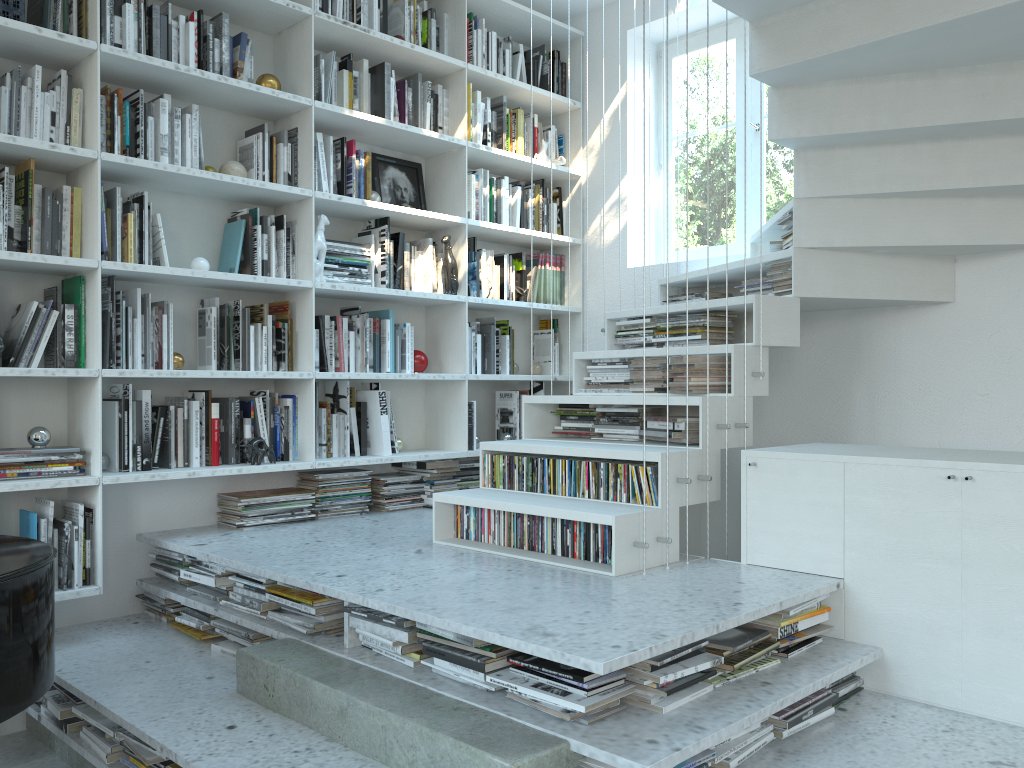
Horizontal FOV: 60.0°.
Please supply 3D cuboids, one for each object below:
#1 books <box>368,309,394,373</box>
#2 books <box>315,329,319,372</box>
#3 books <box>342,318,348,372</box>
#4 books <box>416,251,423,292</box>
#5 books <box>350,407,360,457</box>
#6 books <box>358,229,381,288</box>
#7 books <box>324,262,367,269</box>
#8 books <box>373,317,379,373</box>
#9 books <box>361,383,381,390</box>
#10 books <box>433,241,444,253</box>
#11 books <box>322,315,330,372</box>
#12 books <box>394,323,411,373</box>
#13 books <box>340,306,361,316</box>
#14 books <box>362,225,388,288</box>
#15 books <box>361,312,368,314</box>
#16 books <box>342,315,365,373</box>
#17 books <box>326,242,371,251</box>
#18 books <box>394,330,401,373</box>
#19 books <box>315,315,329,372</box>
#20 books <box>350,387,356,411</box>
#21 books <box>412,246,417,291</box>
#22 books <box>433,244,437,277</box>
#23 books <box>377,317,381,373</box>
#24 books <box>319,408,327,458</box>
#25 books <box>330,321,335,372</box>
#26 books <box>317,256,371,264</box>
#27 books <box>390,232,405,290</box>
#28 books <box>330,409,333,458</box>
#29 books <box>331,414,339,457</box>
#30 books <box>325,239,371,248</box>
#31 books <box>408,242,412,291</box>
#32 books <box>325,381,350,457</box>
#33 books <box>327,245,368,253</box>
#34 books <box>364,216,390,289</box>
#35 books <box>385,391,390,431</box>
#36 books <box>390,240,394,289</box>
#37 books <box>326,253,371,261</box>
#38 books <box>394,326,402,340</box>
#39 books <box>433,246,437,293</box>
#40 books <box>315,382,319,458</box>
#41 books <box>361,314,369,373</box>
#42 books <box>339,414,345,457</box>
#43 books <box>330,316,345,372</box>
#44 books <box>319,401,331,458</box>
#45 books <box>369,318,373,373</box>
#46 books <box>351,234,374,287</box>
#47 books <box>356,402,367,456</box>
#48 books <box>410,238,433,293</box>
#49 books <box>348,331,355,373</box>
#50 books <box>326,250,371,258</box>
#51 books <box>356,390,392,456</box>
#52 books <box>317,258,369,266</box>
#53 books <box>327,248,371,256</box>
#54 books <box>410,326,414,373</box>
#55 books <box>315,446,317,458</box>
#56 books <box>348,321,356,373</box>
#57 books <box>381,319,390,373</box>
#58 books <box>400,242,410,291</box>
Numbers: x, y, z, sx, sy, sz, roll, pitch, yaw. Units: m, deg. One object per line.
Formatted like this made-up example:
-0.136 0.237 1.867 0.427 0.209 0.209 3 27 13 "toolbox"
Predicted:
-0.607 -0.192 4.076 0.181 0.290 0.026 0 0 45 "books"
-0.882 -0.140 3.811 0.162 0.184 0.022 0 0 45 "books"
-0.786 -0.167 3.915 0.177 0.239 0.026 0 0 45 "books"
-0.482 -0.520 4.232 0.155 0.213 0.025 0 0 45 "books"
-0.749 0.210 3.948 0.184 0.217 0.052 0 0 45 "books"
-0.653 -0.557 4.059 0.159 0.285 0.012 0 0 45 "books"
-0.792 -0.518 3.919 0.161 0.012 0.254 0 0 45 "books"
-0.661 -0.171 4.016 0.177 0.249 0.014 0 0 45 "books"
-0.647 0.157 4.077 0.136 0.326 0.012 0 0 45 "books"
-0.373 -0.555 4.354 0.138 0.283 0.029 0 0 45 "books"
-0.843 -0.171 3.860 0.143 0.247 0.024 0 0 45 "books"
-0.542 -0.164 4.156 0.181 0.235 0.025 0 0 45 "books"
-0.722 -0.197 3.973 0.147 0.299 0.013 0 0 45 "books"
-0.626 -0.564 4.049 0.184 0.300 0.011 0 0 45 "books"
-0.700 -0.183 4.000 0.152 0.272 0.011 0 0 45 "books"
-0.721 -0.175 3.944 0.191 0.255 0.028 0 0 45 "books"
-0.788 -0.602 3.917 0.159 0.012 0.285 0 0 43 "books"
-0.583 -0.147 4.106 0.189 0.201 0.030 0 0 45 "books"
-0.861 -0.170 3.827 0.177 0.244 0.047 0 0 45 "books"
-0.743 0.167 3.985 0.131 0.304 0.010 0 0 45 "books"
-0.506 -0.531 4.218 0.129 0.235 0.028 0 0 45 "books"
-0.416 -0.541 4.289 0.145 0.255 0.024 0 0 45 "books"
-0.652 -0.174 4.062 0.161 0.254 0.012 0 0 45 "books"
-0.859 0.212 3.851 0.163 0.214 0.023 0 0 45 "books"
-0.822 -0.159 3.864 0.163 0.223 0.011 0 0 45 "books"
-0.786 -0.542 3.915 0.159 0.012 0.285 0 0 42 "books"
-0.572 -0.555 4.119 0.167 0.282 0.059 0 0 45 "books"
-0.832 0.214 3.879 0.137 0.210 0.025 0 0 45 "books"
-0.813 0.225 3.899 0.140 0.188 0.030 0 0 45 "books"
-0.788 -0.614 3.916 0.285 0.012 0.159 0 0 -43 "books"
-0.528 -0.539 4.198 0.133 0.250 0.031 0 0 45 "books"
-0.773 0.152 3.925 0.168 0.333 0.014 0 0 45 "books"
-0.788 -0.590 3.917 0.254 0.012 0.161 0 0 -43 "books"
-0.618 -0.584 4.055 0.180 0.339 0.010 0 0 45 "books"
-0.618 0.176 4.075 0.160 0.287 0.025 0 0 45 "books"
-0.609 -0.532 4.076 0.179 0.236 0.030 0 0 45 "books"
-0.788 -0.554 3.917 0.285 0.012 0.159 0 0 -43 "books"
-0.570 -0.156 4.141 0.139 0.218 0.037 0 0 45 "books"
-0.428 -0.533 4.255 0.176 0.239 0.041 0 0 45 "books"
-0.879 0.155 3.846 0.130 0.327 0.013 0 0 45 "books"
-0.702 -0.178 3.970 0.186 0.262 0.012 0 0 45 "books"
-0.789 0.226 3.914 0.149 0.185 0.024 0 0 45 "books"
-0.800 -0.170 3.879 0.185 0.246 0.045 0 0 45 "books"
-0.838 0.197 3.857 0.156 0.243 0.015 0 0 45 "books"
-0.689 -0.170 4.016 0.165 0.246 0.026 0 0 45 "books"
-0.676 -0.541 4.021 0.161 0.254 0.012 0 0 45 "books"
-0.716 0.199 3.987 0.171 0.239 0.031 0 0 45 "books"
-0.448 -0.549 4.232 0.191 0.271 0.021 0 0 45 "books"
-0.759 -0.138 3.925 0.186 0.181 0.027 0 0 45 "books"
-0.783 -0.566 3.912 0.159 0.012 0.285 0 0 40 "books"
-0.649 0.173 3.994 0.255 0.291 0.075 0 0 45 "books"
-0.783 -0.530 3.912 0.254 0.012 0.161 0 0 -40 "books"
-0.788 -0.578 3.917 0.285 0.012 0.159 0 0 -43 "books"
-0.525 -0.158 4.175 0.170 0.223 0.027 0 0 45 "books"
-0.896 0.212 3.831 0.140 0.213 0.033 0 0 45 "books"
-0.752 -0.162 3.946 0.179 0.229 0.012 0 0 45 "books"
-0.622 -0.169 4.057 0.189 0.244 0.023 0 0 45 "books"
-0.537 -0.535 4.163 0.147 0.242 0.031 0 0 45 "books"
